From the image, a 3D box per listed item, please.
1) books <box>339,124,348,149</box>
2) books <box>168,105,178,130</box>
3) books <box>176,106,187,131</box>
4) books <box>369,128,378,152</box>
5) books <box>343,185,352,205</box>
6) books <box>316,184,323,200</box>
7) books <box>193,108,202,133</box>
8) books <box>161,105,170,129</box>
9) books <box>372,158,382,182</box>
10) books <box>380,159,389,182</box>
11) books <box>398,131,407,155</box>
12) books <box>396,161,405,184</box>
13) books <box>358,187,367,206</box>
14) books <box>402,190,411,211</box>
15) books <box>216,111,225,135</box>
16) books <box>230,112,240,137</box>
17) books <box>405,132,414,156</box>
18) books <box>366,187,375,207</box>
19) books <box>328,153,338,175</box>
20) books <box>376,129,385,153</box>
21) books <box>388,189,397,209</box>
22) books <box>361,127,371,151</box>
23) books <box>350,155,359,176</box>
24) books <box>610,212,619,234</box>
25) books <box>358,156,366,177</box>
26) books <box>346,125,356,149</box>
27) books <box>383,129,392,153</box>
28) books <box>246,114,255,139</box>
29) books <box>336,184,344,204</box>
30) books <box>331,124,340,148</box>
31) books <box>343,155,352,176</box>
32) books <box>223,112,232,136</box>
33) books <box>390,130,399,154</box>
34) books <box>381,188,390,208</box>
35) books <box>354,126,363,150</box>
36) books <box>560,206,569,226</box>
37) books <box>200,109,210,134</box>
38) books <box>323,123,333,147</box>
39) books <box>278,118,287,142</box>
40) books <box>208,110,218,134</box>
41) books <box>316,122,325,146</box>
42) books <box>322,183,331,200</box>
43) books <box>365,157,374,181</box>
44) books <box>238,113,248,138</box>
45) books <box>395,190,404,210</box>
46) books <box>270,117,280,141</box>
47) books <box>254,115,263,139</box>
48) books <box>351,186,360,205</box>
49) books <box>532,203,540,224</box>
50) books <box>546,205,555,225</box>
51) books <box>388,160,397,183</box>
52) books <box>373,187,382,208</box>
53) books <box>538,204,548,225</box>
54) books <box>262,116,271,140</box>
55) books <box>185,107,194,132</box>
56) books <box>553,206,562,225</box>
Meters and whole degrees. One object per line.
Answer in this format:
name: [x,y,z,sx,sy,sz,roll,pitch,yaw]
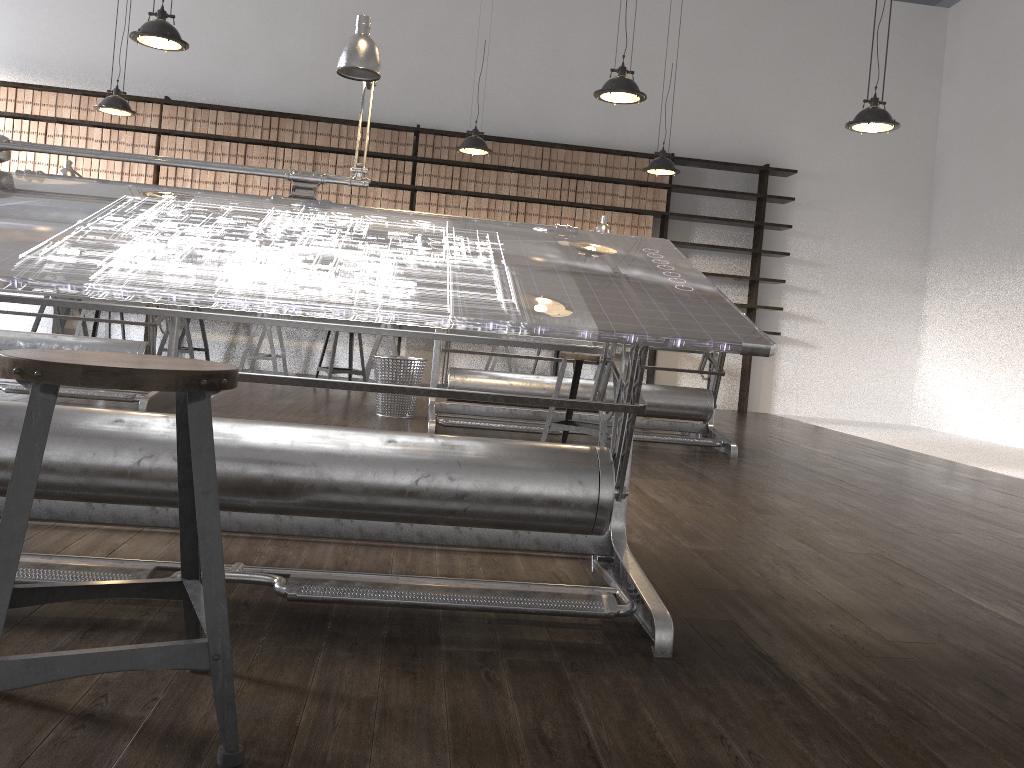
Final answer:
books: [-1.592,-2.323,8.386,0.066,0.225,0.175,5,2,-6]
books: [-3.124,-2.450,8.219,0.067,0.225,0.175,5,2,-6]
books: [-3.052,-2.444,8.227,0.066,0.225,0.175,5,2,-6]
books: [-1.312,-2.300,8.416,0.066,0.225,0.175,5,2,-6]
books: [-1.558,-1.767,8.399,0.066,0.225,0.175,5,2,-6]
books: [-1.823,-1.789,8.374,0.066,0.225,0.175,5,2,-6]
books: [-2.912,-2.433,8.249,0.066,0.225,0.175,5,2,-6]
books: [-3.187,-2.456,8.217,0.066,0.225,0.175,5,2,-6]
books: [-1.284,-2.020,8.422,0.066,0.225,0.175,5,2,-6]
books: [-1.214,-2.014,8.435,0.066,0.225,0.175,5,2,-6]
books: [-1.047,-2.278,8.447,0.066,0.225,0.175,5,2,-6]
books: [-1.066,-2.002,8.450,0.066,0.225,0.175,5,2,-6]
books: [-1.416,-1.755,8.416,0.066,0.225,0.175,5,2,-6]
books: [-1.009,-1.721,8.460,0.066,0.225,0.175,5,2,-6]
books: [-2.701,-2.415,8.268,0.066,0.225,0.175,5,2,-6]
books: [-2.572,-2.404,8.279,0.067,0.225,0.175,5,2,-6]
books: [-0.976,-2.272,8.450,0.066,0.225,0.175,5,2,-6]
books: [-1.348,-1.750,8.426,0.066,0.225,0.175,5,2,-6]
books: [-1.691,-2.054,8.378,0.067,0.225,0.175,5,2,-6]
books: [-1.250,-2.295,8.424,0.066,0.225,0.175,5,2,-6]
books: [-1.140,-1.732,8.440,0.067,0.225,0.175,5,2,-6]
books: [-1.384,-2.306,8.406,0.067,0.225,0.175,5,2,-6]
books: [-1.491,-2.037,8.399,0.067,0.225,0.175,5,2,-6]
books: [0.989,-1.562,8.670,0.066,0.225,0.175,5,2,-6]
books: [-1.424,-2.032,8.411,0.066,0.225,0.175,5,2,-6]
books: [-1.523,-2.318,8.397,0.066,0.225,0.175,5,2,-6]
books: [-1.183,-2.289,8.426,0.067,0.225,0.175,5,2,-6]
books: [-2.436,-2.393,8.299,0.066,0.225,0.175,5,2,-6]
books: [-1.620,-1.772,8.394,0.066,0.225,0.175,5,2,-6]
books: [-1.663,-2.329,8.375,0.066,0.225,0.175,5,2,-6]
books: [-1.557,-2.043,8.396,0.066,0.225,0.175,5,2,-6]
books: [-2.639,-2.410,8.276,0.066,0.225,0.175,5,2,-6]
books: [-1.117,-2.284,8.439,0.066,0.225,0.175,5,2,-6]
books: [-1.206,-1.737,8.433,0.066,0.225,0.175,5,2,-6]
books: [-1.454,-2.312,8.403,0.066,0.225,0.175,5,2,-6]
books: [0.503,-1.602,8.619,0.066,0.225,0.175,5,2,-6]
books: [-2.842,-2.427,8.255,0.066,0.225,0.175,5,2,-6]
books: [-1.735,-2.335,8.367,0.067,0.225,0.175,5,2,-6]
books: [-2.147,-2.370,8.330,0.066,0.225,0.175,5,2,-6]
books: [-2.772,-2.421,8.258,0.067,0.225,0.175,5,2,-6]
books: [-1.798,-2.341,8.365,0.066,0.225,0.175,5,2,-6]
books: [-1.753,-1.783,8.381,0.066,0.225,0.175,5,2,-6]
books: [-1.354,-2.026,8.419,0.066,0.225,0.175,5,2,-6]
books: [-2.506,-2.399,8.292,0.066,0.225,0.175,5,2,-6]
books: [-1.078,-1.727,8.451,0.066,0.225,0.175,5,2,-6]
books: [-2.220,-2.375,8.317,0.067,0.225,0.175,5,2,-6]
books: [-2.365,-2.387,8.302,0.066,0.225,0.175,5,2,-6]
books: [-1.486,-1.761,8.405,0.067,0.225,0.175,5,2,-6]
books: [0.220,-1.625,8.585,0.066,0.225,0.175,5,2,-6]
books: [0.360,-1.614,8.607,0.066,0.225,0.175,5,2,-6]
books: [-1.139,-2.008,8.437,0.067,0.225,0.175,5,2,-6]
books: [-1.278,-1.744,8.429,0.066,0.225,0.175,5,2,-6]
books: [0.291,-1.620,8.596,0.066,0.225,0.175,5,2,-6]
books: [-2.295,-2.382,8.315,0.066,0.225,0.175,5,2,-6]
books: [-2.980,-2.438,8.238,0.066,0.225,0.175,5,2,-6]
books: [0.429,-1.608,8.613,0.066,0.225,0.175,5,2,-6]
